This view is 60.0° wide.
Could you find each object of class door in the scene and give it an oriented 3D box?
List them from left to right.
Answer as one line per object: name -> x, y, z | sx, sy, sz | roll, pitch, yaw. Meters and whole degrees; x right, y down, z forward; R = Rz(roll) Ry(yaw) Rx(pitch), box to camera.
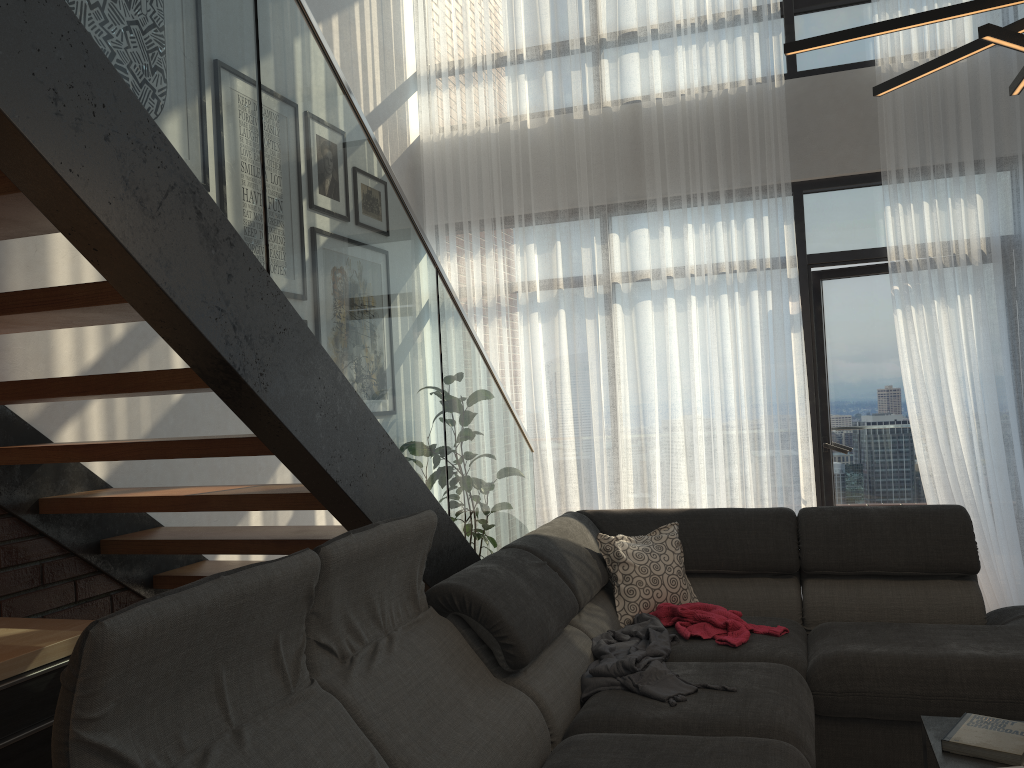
door -> 2.412, 0.249, 5.271 | 1.118, 1.976, 0.206 | -4, -1, 28

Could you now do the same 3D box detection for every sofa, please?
sofa -> 0.736, 0.788, 2.379 | 2.108, 0.995, 3.169 | -3, -1, 18

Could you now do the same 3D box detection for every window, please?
window -> 1.637, -3.063, 5.415 | 4.808, 2.500, 0.119 | -3, -1, 18
window -> 1.801, 0.033, 5.356 | 4.808, 2.501, 0.119 | -3, -1, 18

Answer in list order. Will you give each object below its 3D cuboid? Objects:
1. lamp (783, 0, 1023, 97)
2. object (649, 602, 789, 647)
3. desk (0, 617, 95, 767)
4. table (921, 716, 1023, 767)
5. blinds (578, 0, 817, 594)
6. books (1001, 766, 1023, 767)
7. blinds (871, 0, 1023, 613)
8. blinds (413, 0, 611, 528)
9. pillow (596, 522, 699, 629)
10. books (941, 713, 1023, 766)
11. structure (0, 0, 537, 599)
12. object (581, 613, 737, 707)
lamp -> 1.152, -2.560, 2.060 | 1.200, 3.645, 0.831 | -4, -1, 28
object -> 0.694, 0.859, 3.235 | 0.323, 0.077, 0.536 | -2, -1, -38
desk -> -1.627, 1.014, 1.387 | 0.610, 0.750, 2.182 | -3, -1, 18
table -> 1.367, 1.061, 2.018 | 0.700, 0.323, 0.700 | -3, -1, 18
blinds -> 0.993, -1.480, 5.384 | 1.374, 5.581, 0.218 | -3, -1, 16
books -> 1.102, 0.899, 1.939 | 0.199, 0.025, 0.294 | -3, -1, -3
blinds -> 2.510, -1.572, 4.811 | 0.858, 5.579, 0.589 | -3, -1, -5
blinds -> -0.044, -1.420, 5.692 | 1.223, 5.581, 0.218 | -3, -1, 15
pillow -> 0.128, 0.763, 2.463 | 0.386, 0.364, 2.734 | -3, -1, 22
books -> 1.214, 0.896, 2.244 | 0.179, 0.029, 0.225 | -4, -1, 41
structure -> -1.366, -0.120, 1.592 | 1.289, 3.460, 5.660 | -3, -1, 18
object -> 0.392, 0.896, 2.900 | 0.411, 0.118, 0.905 | -3, -1, -6
